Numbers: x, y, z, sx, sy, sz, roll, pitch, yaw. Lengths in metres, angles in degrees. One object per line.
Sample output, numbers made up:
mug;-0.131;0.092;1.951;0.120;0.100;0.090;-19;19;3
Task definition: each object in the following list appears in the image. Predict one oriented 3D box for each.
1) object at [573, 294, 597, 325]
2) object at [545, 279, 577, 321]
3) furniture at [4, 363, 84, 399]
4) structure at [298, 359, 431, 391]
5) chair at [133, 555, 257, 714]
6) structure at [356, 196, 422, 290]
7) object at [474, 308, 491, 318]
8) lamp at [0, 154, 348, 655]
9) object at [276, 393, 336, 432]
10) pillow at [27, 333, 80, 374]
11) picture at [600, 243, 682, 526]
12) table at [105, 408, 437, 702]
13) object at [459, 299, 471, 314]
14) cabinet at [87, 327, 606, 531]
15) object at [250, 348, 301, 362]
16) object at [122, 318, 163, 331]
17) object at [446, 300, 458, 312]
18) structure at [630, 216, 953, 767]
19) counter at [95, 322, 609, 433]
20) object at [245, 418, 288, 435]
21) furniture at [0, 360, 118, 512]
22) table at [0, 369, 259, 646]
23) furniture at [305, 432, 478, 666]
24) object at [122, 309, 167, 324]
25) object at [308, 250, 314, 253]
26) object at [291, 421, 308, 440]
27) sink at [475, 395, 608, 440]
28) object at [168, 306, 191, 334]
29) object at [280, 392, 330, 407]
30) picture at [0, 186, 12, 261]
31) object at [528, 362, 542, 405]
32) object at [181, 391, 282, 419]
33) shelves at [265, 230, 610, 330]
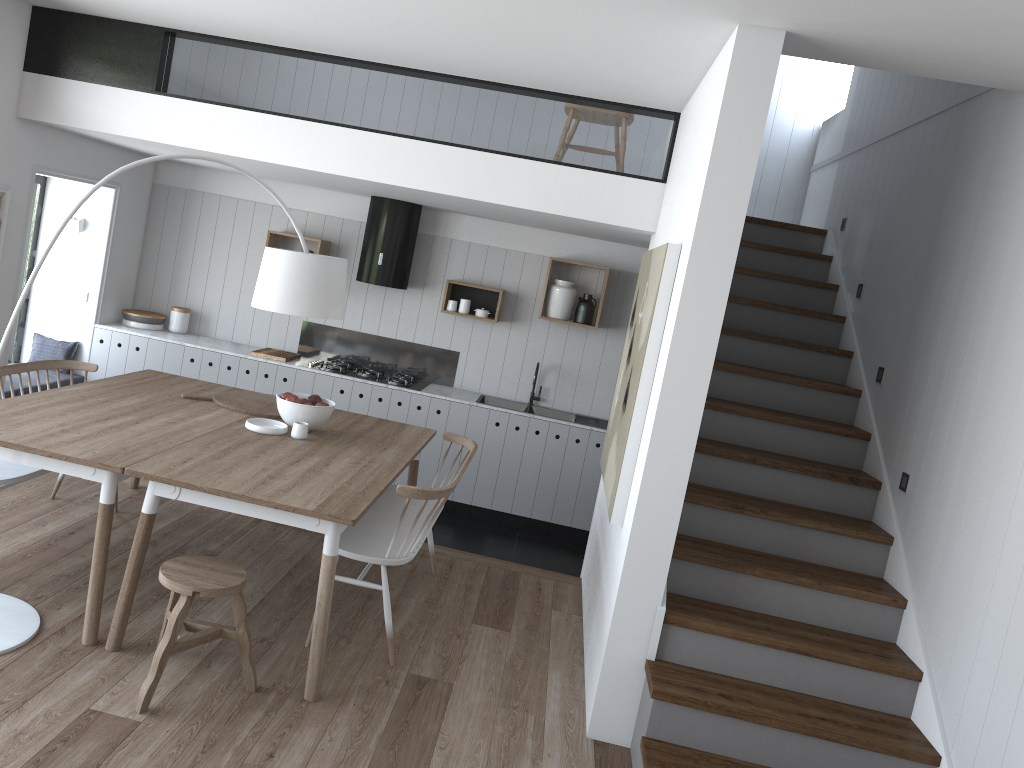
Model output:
object;0.582;-0.589;6.944;0.160;0.235;0.153;11;6;2
object;0.380;-0.664;6.954;0.223;0.300;0.234;9;6;-22
furniture;-3.731;-0.028;6.573;0.599;0.115;1.050;11;7;3
structure;-1.160;-0.097;7.055;0.988;0.048;0.553;11;7;5
chair;-1.155;0.940;3.367;0.428;0.448;0.489;10;6;-9
structure;-0.959;-1.215;7.027;0.401;0.866;0.428;7;7;-39
object;-0.236;-0.568;7.016;0.126;0.073;0.111;9;7;-17
lamp;-2.440;0.016;2.410;0.898;2.017;5.084;14;8;29
object;-1.101;0.162;4.669;0.315;0.164;0.315;11;7;1
pillow;-3.645;-0.227;7.014;0.405;0.292;0.180;11;6;6
picture;0.607;-0.065;4.382;0.060;1.214;1.296;11;6;3
table;-1.054;0.669;4.428;0.940;0.747;2.040;11;7;3
object;-0.375;-0.612;7.003;0.086;0.115;0.085;11;6;4
cabinet;-0.384;0.525;6.706;6.158;0.745;0.010;12;5;6
object;-1.900;-0.237;7.127;0.292;0.030;0.400;11;7;4
object;-3.073;-0.501;7.361;0.337;0.055;0.315;17;10;43
object;-0.476;-0.619;7.016;0.086;0.088;0.080;16;8;40
structure;1.279;0.320;4.612;1.061;2.621;3.601;11;6;3
counter;-0.291;0.115;6.955;6.162;0.020;0.578;12;7;6
object;-1.255;0.218;4.519;0.211;0.035;0.219;9;7;-16
furniture;-2.466;0.366;4.459;0.547;0.808;1.359;11;7;3
table;-1.972;0.482;4.532;0.940;0.747;2.040;11;7;3
furniture;-0.557;0.731;4.437;0.547;0.808;1.359;11;7;3
object;-3.062;-0.558;7.356;0.349;0.065;0.372;6;9;-36
object;-1.795;-0.951;7.224;0.337;0.333;0.139;12;5;7
object;-1.073;0.236;4.472;0.084;0.078;0.083;11;6;4
sink;0.296;0.309;6.863;1.184;0.166;0.452;11;7;6
object;-2.781;-0.530;7.388;0.150;0.212;0.158;8;6;-27
object;-1.097;0.141;4.663;0.244;0.167;0.244;6;8;-35
picture;-3.259;-0.999;5.431;0.030;0.469;0.434;11;6;3
object;0.197;0.013;6.994;0.091;0.373;0.289;11;6;3
object;-1.438;0.122;5.057;0.614;0.023;0.661;14;8;26
shelves;-0.227;-0.701;7.034;3.599;0.795;0.299;12;5;6
